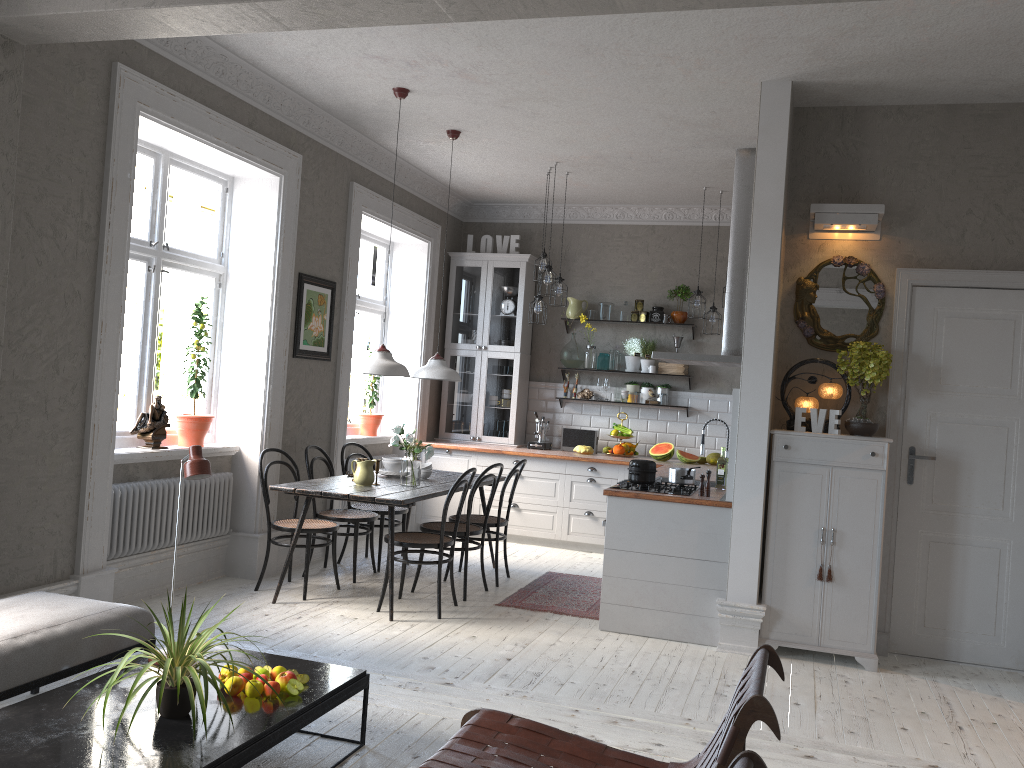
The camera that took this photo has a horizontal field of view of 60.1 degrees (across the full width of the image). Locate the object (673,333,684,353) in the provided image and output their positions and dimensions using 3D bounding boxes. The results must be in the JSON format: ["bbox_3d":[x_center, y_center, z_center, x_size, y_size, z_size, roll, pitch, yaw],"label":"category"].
[{"bbox_3d":[1.598,-0.339,8.563,0.130,0.287,0.131,4,0,2],"label":"object"}]

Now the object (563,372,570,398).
[{"bbox_3d":[0.545,0.010,8.869,0.053,0.264,0.061,4,-1,-11],"label":"object"}]

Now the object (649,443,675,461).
[{"bbox_3d":[1.387,0.630,8.209,0.231,0.174,0.222,4,-1,39],"label":"object"}]

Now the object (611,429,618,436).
[{"bbox_3d":[0.981,0.464,8.437,0.058,0.069,0.080,4,-1,37],"label":"object"}]

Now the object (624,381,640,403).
[{"bbox_3d":[1.173,0.073,8.708,0.157,0.217,0.155,4,0,-3],"label":"object"}]

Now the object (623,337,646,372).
[{"bbox_3d":[1.209,-0.290,8.704,0.240,0.354,0.239,4,-1,35],"label":"object"}]

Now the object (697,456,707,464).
[{"bbox_3d":[1.761,0.706,8.229,0.203,0.073,0.118,4,0,-20],"label":"object"}]

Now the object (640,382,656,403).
[{"bbox_3d":[1.323,0.087,8.673,0.150,0.214,0.170,4,-1,-43],"label":"object"}]

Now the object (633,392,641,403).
[{"bbox_3d":[1.222,0.130,8.617,0.077,0.108,0.078,4,0,11],"label":"object"}]

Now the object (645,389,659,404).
[{"bbox_3d":[1.364,0.123,8.568,0.119,0.147,0.099,4,0,-15],"label":"object"}]

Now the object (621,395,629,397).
[{"bbox_3d":[1.095,0.133,8.596,0.076,0.051,0.078,4,0,10],"label":"object"}]

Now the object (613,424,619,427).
[{"bbox_3d":[0.998,0.401,8.485,0.073,0.058,0.050,4,0,-6],"label":"object"}]

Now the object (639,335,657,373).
[{"bbox_3d":[1.320,-0.295,8.617,0.187,0.380,0.167,4,-1,-22],"label":"object"}]

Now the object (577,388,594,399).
[{"bbox_3d":[0.725,0.097,8.772,0.177,0.111,0.096,4,0,-6],"label":"object"}]

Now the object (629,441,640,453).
[{"bbox_3d":[1.164,0.596,8.470,0.060,0.120,0.128,4,-1,41],"label":"object"}]

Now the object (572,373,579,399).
[{"bbox_3d":[0.640,0.017,8.825,0.063,0.264,0.052,4,-1,-37],"label":"object"}]

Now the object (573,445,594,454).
[{"bbox_3d":[0.683,0.625,8.417,0.194,0.083,0.191,4,0,18],"label":"object"}]

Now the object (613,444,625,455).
[{"bbox_3d":[1.011,0.617,8.367,0.114,0.111,0.110,4,0,-15],"label":"object"}]

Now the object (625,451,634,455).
[{"bbox_3d":[1.114,0.660,8.406,0.069,0.051,0.088,4,0,-25],"label":"object"}]

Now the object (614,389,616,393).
[{"bbox_3d":[1.041,0.098,8.737,0.076,0.083,0.079,4,-1,35],"label":"object"}]

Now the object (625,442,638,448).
[{"bbox_3d":[1.141,0.588,8.485,0.126,0.056,0.060,4,0,9],"label":"object"}]

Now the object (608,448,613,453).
[{"bbox_3d":[0.963,0.642,8.493,0.090,0.057,0.083,4,-1,-41],"label":"object"}]

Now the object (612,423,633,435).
[{"bbox_3d":[1.057,0.426,8.462,0.207,0.101,0.068,4,-1,23],"label":"object"}]

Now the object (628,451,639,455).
[{"bbox_3d":[1.137,0.653,8.528,0.055,0.044,0.213,4,0,-34],"label":"object"}]

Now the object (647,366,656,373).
[{"bbox_3d":[1.352,-0.140,8.536,0.064,0.071,0.104,4,-1,-43],"label":"object"}]

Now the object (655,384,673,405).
[{"bbox_3d":[1.482,0.099,8.635,0.157,0.213,0.154,4,0,15],"label":"object"}]

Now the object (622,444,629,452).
[{"bbox_3d":[1.073,0.611,8.428,0.087,0.078,0.089,4,-1,44],"label":"object"}]

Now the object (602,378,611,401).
[{"bbox_3d":[0.925,0.056,8.658,0.081,0.217,0.082,4,-1,3],"label":"object"}]

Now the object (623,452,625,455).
[{"bbox_3d":[1.049,0.662,8.431,0.070,0.065,0.070,4,-1,38],"label":"object"}]

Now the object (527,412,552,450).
[{"bbox_3d":[0.268,0.454,8.664,0.203,0.370,0.357,4,0,18],"label":"object"}]

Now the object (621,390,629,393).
[{"bbox_3d":[1.098,0.090,8.596,0.077,0.051,0.077,4,0,3],"label":"object"}]

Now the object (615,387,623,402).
[{"bbox_3d":[1.046,0.103,8.657,0.079,0.139,0.078,4,0,-10],"label":"object"}]

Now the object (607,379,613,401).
[{"bbox_3d":[0.951,0.058,8.745,0.081,0.217,0.082,4,-1,3],"label":"object"}]

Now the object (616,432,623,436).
[{"bbox_3d":[1.024,0.490,8.440,0.063,0.061,0.067,4,0,17],"label":"object"}]

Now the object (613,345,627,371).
[{"bbox_3d":[1.070,-0.253,8.807,0.129,0.264,0.133,4,-1,23],"label":"object"}]

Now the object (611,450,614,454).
[{"bbox_3d":[0.982,0.652,8.504,0.070,0.076,0.229,4,0,0],"label":"object"}]

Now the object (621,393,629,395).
[{"bbox_3d":[1.096,0.116,8.596,0.075,0.051,0.079,4,0,36],"label":"object"}]

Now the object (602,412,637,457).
[{"bbox_3d":[1.048,0.482,8.491,0.351,0.425,0.352,4,0,2],"label":"object"}]

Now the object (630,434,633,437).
[{"bbox_3d":[1.135,0.497,8.475,0.051,0.050,0.050,4,0,27],"label":"object"}]

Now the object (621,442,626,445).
[{"bbox_3d":[1.079,0.602,8.547,0.084,0.093,0.087,4,0,13],"label":"object"}]

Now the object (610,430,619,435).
[{"bbox_3d":[0.990,0.481,8.513,0.095,0.078,0.101,4,0,4],"label":"object"}]

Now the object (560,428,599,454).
[{"bbox_3d":[0.659,0.553,8.639,0.347,0.226,0.089,4,-1,16],"label":"object"}]

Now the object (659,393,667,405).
[{"bbox_3d":[1.460,0.146,8.520,0.077,0.108,0.078,4,0,11],"label":"object"}]

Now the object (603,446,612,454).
[{"bbox_3d":[0.937,0.637,8.539,0.155,0.072,0.075,4,-1,-44],"label":"object"}]

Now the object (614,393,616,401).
[{"bbox_3d":[1.039,0.131,8.737,0.076,0.083,0.079,4,-1,35],"label":"object"}]

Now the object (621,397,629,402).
[{"bbox_3d":[1.094,0.150,8.596,0.076,0.051,0.078,4,0,10],"label":"object"}]

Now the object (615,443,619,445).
[{"bbox_3d":[1.051,0.611,8.562,0.077,0.076,0.157,4,-1,43],"label":"object"}]

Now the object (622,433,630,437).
[{"bbox_3d":[1.087,0.496,8.457,0.076,0.062,0.100,4,0,-9],"label":"object"}]

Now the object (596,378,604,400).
[{"bbox_3d":[0.870,0.053,8.773,0.081,0.217,0.082,4,-1,3],"label":"object"}]

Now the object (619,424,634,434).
[{"bbox_3d":[1.105,0.440,8.520,0.177,0.096,0.090,4,-1,37],"label":"object"}]
